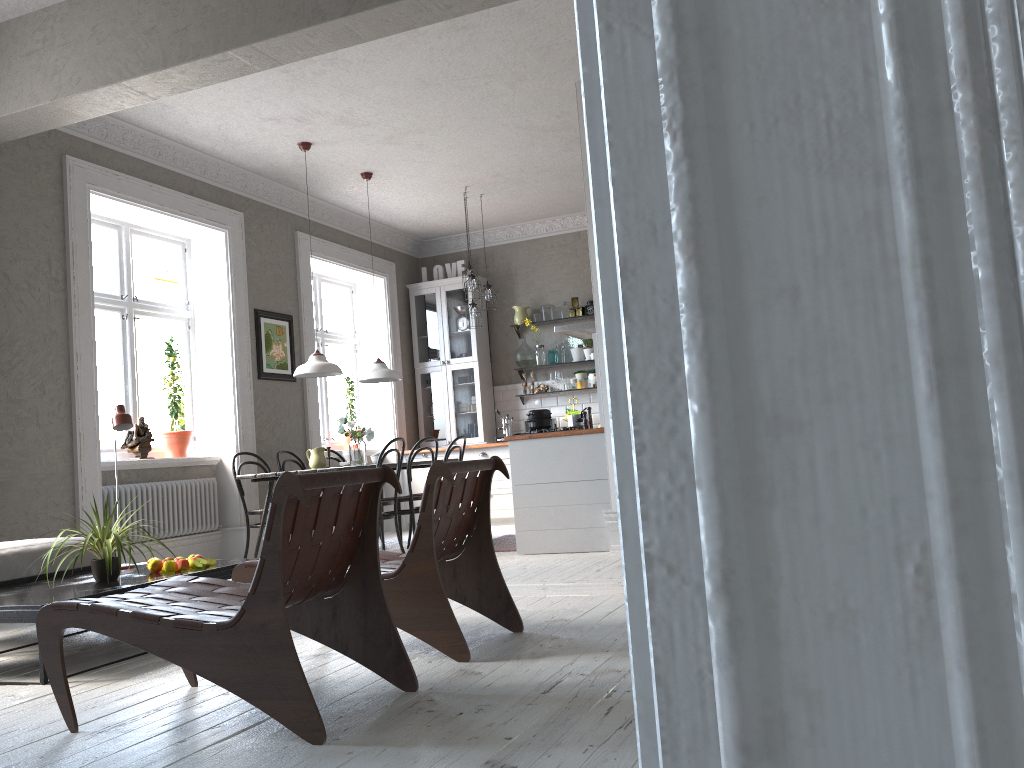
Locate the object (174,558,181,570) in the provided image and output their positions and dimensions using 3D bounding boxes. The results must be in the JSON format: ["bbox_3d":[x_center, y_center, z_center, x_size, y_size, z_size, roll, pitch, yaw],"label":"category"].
[{"bbox_3d":[-1.598,0.864,4.252,0.056,0.058,0.059,-5,-5,13],"label":"object"}]

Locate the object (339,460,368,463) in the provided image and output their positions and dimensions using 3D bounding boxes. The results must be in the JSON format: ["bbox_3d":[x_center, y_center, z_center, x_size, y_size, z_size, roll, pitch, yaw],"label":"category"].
[{"bbox_3d":[-1.355,0.675,7.584,0.242,0.027,0.232,0,-7,-45],"label":"object"}]

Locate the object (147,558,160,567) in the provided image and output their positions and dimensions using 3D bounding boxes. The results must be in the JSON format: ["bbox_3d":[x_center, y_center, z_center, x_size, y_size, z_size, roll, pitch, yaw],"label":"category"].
[{"bbox_3d":[-1.729,0.872,4.274,0.066,0.066,0.071,-7,-5,27],"label":"object"}]

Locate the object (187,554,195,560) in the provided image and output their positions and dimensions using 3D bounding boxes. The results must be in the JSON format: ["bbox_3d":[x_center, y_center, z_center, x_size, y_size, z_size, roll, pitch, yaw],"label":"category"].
[{"bbox_3d":[-1.558,0.866,4.338,0.059,0.062,0.064,-5,-5,3],"label":"object"}]

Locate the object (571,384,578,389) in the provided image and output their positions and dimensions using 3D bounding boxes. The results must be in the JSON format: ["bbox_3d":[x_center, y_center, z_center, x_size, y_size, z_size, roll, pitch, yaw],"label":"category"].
[{"bbox_3d":[0.677,0.032,9.610,0.076,0.051,0.078,-6,-5,15],"label":"object"}]

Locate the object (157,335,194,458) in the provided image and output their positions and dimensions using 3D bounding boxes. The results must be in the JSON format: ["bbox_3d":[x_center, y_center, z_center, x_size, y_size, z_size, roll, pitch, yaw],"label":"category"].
[{"bbox_3d":[-2.697,0.096,7.062,0.275,0.991,0.265,-2,-5,-29],"label":"object"}]

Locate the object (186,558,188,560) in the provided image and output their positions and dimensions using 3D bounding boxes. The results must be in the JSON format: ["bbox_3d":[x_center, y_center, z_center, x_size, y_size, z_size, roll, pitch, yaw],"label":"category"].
[{"bbox_3d":[-1.622,0.886,4.379,0.063,0.039,0.067,-7,-5,27],"label":"object"}]

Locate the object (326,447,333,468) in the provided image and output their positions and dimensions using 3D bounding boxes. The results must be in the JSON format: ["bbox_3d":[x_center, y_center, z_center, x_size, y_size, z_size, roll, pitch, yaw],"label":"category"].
[{"bbox_3d":[-1.445,0.582,6.997,0.058,0.167,0.060,-8,-5,35],"label":"object"}]

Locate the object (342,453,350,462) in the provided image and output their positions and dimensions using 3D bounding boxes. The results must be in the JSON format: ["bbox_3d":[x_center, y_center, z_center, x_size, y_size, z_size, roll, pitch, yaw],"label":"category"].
[{"bbox_3d":[-1.358,0.639,7.586,0.178,0.094,0.181,-6,-5,13],"label":"object"}]

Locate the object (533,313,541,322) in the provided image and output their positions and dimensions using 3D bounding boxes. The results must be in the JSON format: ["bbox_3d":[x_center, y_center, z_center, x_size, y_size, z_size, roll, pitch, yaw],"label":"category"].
[{"bbox_3d":[0.285,-0.727,9.903,0.102,0.111,0.105,-6,-5,21],"label":"object"}]

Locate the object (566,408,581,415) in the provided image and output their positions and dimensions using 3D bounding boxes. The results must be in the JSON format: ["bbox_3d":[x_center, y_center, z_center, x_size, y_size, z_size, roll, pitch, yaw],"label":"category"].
[{"bbox_3d":[0.670,0.301,9.459,0.207,0.101,0.068,-7,-5,28],"label":"object"}]

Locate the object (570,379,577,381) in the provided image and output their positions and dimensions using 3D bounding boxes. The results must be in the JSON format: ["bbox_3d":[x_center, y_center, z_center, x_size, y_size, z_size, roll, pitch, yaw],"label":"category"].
[{"bbox_3d":[0.672,-0.027,9.614,0.077,0.051,0.077,-5,-5,8],"label":"object"}]

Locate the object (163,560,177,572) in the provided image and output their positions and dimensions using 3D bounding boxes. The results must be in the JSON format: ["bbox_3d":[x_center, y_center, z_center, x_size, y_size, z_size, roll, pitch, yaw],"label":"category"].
[{"bbox_3d":[-1.618,0.858,4.191,0.063,0.063,0.060,-1,-6,-37],"label":"object"}]

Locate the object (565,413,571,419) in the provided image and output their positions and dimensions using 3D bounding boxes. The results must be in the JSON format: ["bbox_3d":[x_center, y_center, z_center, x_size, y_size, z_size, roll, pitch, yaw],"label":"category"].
[{"bbox_3d":[0.599,0.348,9.437,0.058,0.069,0.080,-8,-6,41],"label":"object"}]

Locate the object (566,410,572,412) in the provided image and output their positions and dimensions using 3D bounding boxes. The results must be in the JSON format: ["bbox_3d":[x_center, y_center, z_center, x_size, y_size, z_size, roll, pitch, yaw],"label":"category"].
[{"bbox_3d":[0.610,0.287,9.488,0.073,0.058,0.051,-4,-5,-2],"label":"object"}]

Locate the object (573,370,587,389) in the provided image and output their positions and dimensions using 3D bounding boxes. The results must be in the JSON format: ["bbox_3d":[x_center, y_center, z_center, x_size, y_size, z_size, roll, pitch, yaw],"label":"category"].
[{"bbox_3d":[0.753,-0.049,9.721,0.156,0.216,0.156,-5,-5,2],"label":"object"}]

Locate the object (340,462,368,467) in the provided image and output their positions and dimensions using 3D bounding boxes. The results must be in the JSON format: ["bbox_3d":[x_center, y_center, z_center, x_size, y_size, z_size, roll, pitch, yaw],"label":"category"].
[{"bbox_3d":[-1.354,0.692,7.582,0.232,0.027,0.242,-8,-6,40],"label":"object"}]

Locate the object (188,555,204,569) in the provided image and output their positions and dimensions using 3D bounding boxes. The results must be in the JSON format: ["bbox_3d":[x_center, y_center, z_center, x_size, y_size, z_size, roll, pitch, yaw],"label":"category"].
[{"bbox_3d":[-1.523,0.856,4.271,0.077,0.064,0.073,-1,-6,-37],"label":"object"}]

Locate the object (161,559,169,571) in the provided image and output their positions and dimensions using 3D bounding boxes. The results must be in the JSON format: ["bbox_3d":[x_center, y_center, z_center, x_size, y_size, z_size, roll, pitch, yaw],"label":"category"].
[{"bbox_3d":[-1.665,0.871,4.260,0.057,0.056,0.060,-5,-5,9],"label":"object"}]

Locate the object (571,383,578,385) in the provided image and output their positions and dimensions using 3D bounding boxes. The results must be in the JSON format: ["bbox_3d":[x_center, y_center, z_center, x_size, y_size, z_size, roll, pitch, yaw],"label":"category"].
[{"bbox_3d":[0.676,0.015,9.611,0.076,0.051,0.078,-6,-5,15],"label":"object"}]

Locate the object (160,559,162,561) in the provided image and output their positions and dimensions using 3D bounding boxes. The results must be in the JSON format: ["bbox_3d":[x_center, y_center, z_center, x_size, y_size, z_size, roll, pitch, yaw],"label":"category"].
[{"bbox_3d":[-1.742,0.885,4.348,0.069,0.055,0.059,-4,-5,-11],"label":"object"}]

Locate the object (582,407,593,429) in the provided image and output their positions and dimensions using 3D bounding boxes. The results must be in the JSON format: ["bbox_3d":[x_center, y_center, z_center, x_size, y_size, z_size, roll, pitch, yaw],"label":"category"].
[{"bbox_3d":[0.542,0.242,6.355,0.072,0.166,0.036,-6,-5,21],"label":"object"}]

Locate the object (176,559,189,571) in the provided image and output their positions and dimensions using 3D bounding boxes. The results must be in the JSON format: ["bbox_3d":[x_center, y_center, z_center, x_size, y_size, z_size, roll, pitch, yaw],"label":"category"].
[{"bbox_3d":[-1.557,0.856,4.192,0.057,0.058,0.056,0,-6,-43],"label":"object"}]

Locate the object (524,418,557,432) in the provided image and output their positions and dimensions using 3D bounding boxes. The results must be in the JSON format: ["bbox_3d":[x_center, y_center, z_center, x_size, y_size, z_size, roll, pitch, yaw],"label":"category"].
[{"bbox_3d":[0.313,0.500,9.656,0.346,0.226,0.089,-6,-5,21],"label":"object"}]

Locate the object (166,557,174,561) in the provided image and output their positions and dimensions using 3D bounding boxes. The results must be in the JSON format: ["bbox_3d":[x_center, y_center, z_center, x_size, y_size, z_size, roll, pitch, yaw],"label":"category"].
[{"bbox_3d":[-1.676,0.876,4.324,0.057,0.058,0.058,-5,-5,5],"label":"object"}]

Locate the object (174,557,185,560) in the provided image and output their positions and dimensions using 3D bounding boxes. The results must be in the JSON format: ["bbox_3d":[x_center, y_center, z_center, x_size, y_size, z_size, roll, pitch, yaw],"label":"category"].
[{"bbox_3d":[-1.616,0.870,4.310,0.062,0.058,0.060,-3,-5,-23],"label":"object"}]

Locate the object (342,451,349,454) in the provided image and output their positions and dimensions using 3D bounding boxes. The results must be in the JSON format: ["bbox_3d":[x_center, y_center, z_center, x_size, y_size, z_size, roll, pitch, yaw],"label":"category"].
[{"bbox_3d":[-1.360,0.619,7.588,0.178,0.094,0.181,-6,-5,13],"label":"object"}]

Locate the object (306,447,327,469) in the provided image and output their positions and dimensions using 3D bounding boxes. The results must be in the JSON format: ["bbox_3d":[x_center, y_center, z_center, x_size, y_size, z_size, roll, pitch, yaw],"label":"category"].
[{"bbox_3d":[-1.528,0.582,6.939,0.151,0.170,0.134,-3,-5,-17],"label":"object"}]

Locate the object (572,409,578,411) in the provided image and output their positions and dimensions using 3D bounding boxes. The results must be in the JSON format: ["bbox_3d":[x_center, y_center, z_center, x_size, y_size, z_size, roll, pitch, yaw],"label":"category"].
[{"bbox_3d":[0.724,0.311,9.512,0.177,0.096,0.090,-9,-6,42],"label":"object"}]

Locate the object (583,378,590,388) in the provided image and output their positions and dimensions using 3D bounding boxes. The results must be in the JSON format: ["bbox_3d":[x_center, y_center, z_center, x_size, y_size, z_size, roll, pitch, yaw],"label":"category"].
[{"bbox_3d":[0.802,-0.006,9.622,0.077,0.108,0.078,-6,-5,15],"label":"object"}]

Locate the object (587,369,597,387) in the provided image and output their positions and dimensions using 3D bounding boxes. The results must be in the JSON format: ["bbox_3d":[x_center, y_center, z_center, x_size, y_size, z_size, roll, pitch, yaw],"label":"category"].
[{"bbox_3d":[0.900,-0.060,9.674,0.150,0.214,0.170,-1,-6,-38],"label":"object"}]

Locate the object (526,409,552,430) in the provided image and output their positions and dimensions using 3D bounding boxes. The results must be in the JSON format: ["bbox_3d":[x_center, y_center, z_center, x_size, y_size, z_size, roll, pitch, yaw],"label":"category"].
[{"bbox_3d":[0.205,0.265,6.575,0.190,0.147,0.193,-5,-5,1],"label":"object"}]

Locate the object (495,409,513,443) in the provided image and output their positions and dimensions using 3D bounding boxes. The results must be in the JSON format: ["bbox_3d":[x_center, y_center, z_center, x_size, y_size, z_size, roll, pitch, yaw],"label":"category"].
[{"bbox_3d":[-0.083,0.465,9.717,0.203,0.370,0.358,-6,-5,22],"label":"object"}]

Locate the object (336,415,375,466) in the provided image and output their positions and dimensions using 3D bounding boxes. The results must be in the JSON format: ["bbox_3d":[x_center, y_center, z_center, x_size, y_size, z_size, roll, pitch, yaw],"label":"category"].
[{"bbox_3d":[-1.238,0.445,7.055,0.307,0.414,0.255,-6,-5,20],"label":"object"}]

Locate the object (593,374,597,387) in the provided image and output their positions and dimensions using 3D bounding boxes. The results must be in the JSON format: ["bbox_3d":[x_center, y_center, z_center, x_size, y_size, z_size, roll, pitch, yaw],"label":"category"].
[{"bbox_3d":[0.936,-0.038,9.564,0.119,0.146,0.100,-4,-5,-11],"label":"object"}]

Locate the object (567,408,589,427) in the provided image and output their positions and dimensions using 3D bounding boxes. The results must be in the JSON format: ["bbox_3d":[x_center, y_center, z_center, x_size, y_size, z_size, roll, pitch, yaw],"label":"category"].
[{"bbox_3d":[0.543,0.255,6.693,0.178,0.134,0.298,-2,-6,-33],"label":"object"}]

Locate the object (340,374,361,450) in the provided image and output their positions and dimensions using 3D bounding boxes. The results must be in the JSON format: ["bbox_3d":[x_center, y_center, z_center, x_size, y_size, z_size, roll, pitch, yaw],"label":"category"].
[{"bbox_3d":[-1.715,0.294,9.377,0.265,0.813,0.254,-1,-6,-41],"label":"object"}]

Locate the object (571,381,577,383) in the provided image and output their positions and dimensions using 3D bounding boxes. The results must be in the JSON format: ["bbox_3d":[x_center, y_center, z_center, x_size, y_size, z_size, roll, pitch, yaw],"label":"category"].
[{"bbox_3d":[0.674,-0.002,9.612,0.075,0.051,0.079,-8,-6,40],"label":"object"}]

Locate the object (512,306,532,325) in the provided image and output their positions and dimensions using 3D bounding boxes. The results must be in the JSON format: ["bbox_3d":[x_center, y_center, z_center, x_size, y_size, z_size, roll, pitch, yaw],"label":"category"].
[{"bbox_3d":[0.112,-0.766,9.909,0.187,0.216,0.176,-8,-6,35],"label":"object"}]

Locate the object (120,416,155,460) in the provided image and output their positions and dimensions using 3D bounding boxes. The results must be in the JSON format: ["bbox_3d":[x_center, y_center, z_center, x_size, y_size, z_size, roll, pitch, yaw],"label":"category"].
[{"bbox_3d":[-2.825,0.406,6.670,0.118,0.329,0.240,-6,-5,24],"label":"object"}]

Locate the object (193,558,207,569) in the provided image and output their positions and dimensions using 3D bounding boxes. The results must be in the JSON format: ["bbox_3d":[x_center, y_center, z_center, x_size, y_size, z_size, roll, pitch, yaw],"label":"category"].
[{"bbox_3d":[-1.488,0.855,4.216,0.057,0.053,0.061,-7,-5,28],"label":"object"}]

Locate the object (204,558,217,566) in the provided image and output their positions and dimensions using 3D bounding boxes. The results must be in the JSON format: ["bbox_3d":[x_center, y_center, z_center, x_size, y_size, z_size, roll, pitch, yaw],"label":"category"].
[{"bbox_3d":[-1.483,0.872,4.339,0.068,0.037,0.046,0,-6,-41],"label":"object"}]

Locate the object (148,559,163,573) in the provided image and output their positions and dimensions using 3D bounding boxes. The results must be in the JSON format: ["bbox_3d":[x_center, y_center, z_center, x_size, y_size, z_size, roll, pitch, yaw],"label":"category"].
[{"bbox_3d":[-1.689,0.862,4.193,0.069,0.066,0.071,-8,-6,37],"label":"object"}]

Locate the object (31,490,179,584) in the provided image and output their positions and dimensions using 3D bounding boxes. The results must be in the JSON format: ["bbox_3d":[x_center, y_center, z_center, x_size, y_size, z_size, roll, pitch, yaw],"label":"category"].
[{"bbox_3d":[-1.812,0.688,4.017,0.716,0.420,0.677,-8,-6,40],"label":"object"}]

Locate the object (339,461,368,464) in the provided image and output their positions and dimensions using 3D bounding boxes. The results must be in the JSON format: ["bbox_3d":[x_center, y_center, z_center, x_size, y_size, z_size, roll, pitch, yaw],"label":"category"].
[{"bbox_3d":[-1.355,0.683,7.583,0.239,0.027,0.235,-4,-5,-10],"label":"object"}]

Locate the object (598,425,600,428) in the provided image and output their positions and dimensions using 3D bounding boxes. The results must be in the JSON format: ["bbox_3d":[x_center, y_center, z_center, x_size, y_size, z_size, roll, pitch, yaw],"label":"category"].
[{"bbox_3d":[1.002,0.433,9.166,0.231,0.174,0.222,-9,-6,43],"label":"object"}]

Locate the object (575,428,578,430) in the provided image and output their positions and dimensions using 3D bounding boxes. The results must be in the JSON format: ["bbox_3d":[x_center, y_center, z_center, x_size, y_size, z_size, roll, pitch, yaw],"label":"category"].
[{"bbox_3d":[0.644,0.490,9.353,0.114,0.110,0.110,-4,-5,-11],"label":"object"}]

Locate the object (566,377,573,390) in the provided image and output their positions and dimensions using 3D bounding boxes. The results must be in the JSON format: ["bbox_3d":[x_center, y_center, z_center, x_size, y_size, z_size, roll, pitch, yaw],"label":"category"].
[{"bbox_3d":[0.628,-0.002,9.678,0.079,0.139,0.078,-4,-5,-6],"label":"object"}]

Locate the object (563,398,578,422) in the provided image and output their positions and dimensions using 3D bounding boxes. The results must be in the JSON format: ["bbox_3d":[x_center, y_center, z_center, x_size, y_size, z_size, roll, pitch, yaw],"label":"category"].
[{"bbox_3d":[0.672,0.359,9.484,0.350,0.425,0.353,-5,-5,7],"label":"object"}]

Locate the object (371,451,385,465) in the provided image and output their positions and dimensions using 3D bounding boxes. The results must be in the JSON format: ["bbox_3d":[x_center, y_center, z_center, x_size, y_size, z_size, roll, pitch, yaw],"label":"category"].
[{"bbox_3d":[-1.142,0.626,7.549,0.122,0.119,0.130,-8,-6,37],"label":"object"}]
